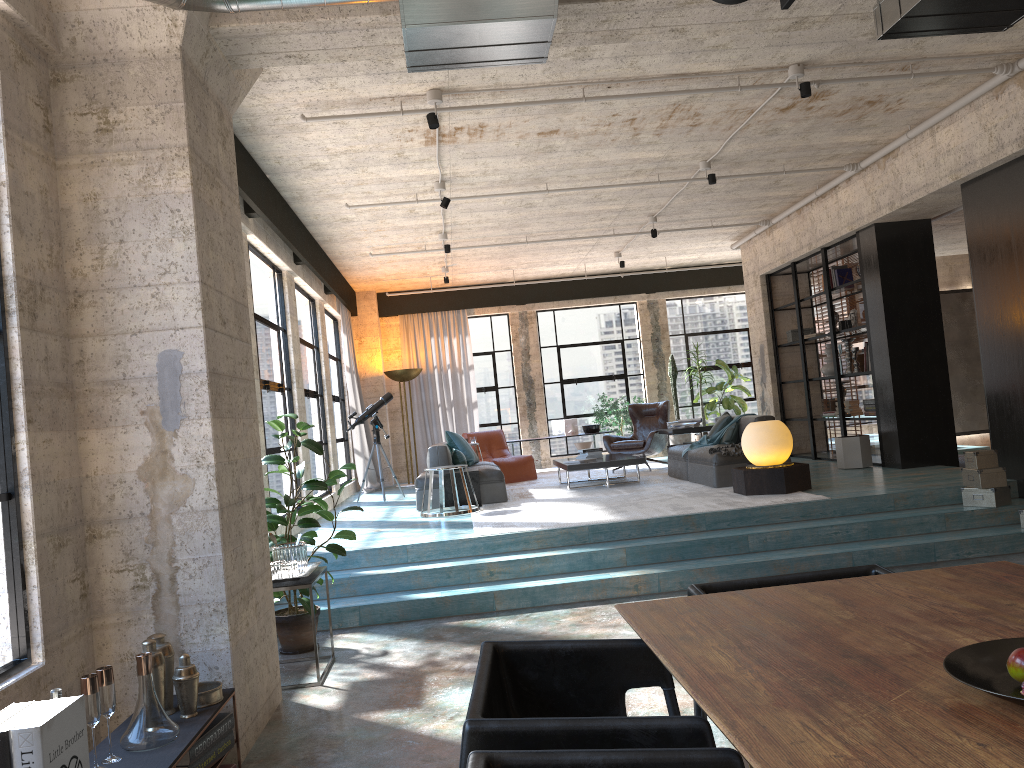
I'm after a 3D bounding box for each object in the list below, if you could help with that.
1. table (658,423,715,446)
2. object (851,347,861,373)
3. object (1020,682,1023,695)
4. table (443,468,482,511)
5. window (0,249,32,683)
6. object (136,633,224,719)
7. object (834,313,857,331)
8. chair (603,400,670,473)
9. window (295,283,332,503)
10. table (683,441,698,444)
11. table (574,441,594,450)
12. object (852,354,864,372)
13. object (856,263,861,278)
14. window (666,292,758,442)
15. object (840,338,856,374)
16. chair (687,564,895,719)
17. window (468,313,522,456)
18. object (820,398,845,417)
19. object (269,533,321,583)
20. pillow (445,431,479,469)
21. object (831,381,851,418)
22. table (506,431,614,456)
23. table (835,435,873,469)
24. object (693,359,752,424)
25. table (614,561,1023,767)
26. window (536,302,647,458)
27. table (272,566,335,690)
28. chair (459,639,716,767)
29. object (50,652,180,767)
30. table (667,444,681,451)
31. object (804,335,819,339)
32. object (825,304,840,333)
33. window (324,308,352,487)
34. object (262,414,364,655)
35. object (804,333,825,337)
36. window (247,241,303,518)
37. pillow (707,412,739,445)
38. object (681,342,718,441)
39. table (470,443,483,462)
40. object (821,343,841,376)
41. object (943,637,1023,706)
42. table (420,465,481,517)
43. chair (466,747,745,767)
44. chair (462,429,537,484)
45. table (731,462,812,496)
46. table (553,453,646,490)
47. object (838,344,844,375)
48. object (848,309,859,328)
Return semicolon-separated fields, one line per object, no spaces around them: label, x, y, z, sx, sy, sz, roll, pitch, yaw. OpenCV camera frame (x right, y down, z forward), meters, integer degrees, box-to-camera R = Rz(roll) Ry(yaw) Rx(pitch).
table;2.432;0.838;11.663;0.800;0.570;0.800;-5;-2;-4
object;4.021;-0.279;10.361;0.099;0.301;0.099;-5;-2;-10
object;1.047;0.532;1.703;0.100;0.097;0.219;-7;-3;40
table;-0.556;1.142;9.621;0.420;0.390;0.413;-5;-2;-4
window;-1.895;-0.236;2.502;0.081;2.530;1.780;-5;-2;-4
object;-1.318;1.122;3.477;0.248;0.333;0.415;-7;-2;32
object;3.964;-0.735;10.482;0.200;0.200;0.409;-6;-2;6
chair;1.846;0.735;12.528;0.820;0.940;0.975;-7;-3;36
window;-2.422;0.118;10.693;0.081;2.530;1.780;-5;-2;-4
table;2.411;0.908;11.067;0.420;0.390;0.413;-5;-2;-4
table;1.180;1.137;14.316;0.331;0.394;0.331;-7;-3;35
object;4.227;-0.244;10.785;0.189;0.230;0.190;-7;-3;41
object;4.159;-1.285;10.102;0.430;0.217;0.434;-5;-2;-1
window;3.640;-0.294;15.415;1.780;2.530;0.081;-5;-2;-4
object;4.181;-0.342;10.983;0.191;0.447;0.192;-8;-3;44
chair;1.007;1.022;2.868;0.707;0.738;0.754;-5;-2;-4
window;-0.818;0.127;15.110;1.780;2.530;0.081;-5;-2;-4
object;4.243;0.300;11.676;0.284;0.231;0.335;-5;-2;-4
object;-1.339;1.015;5.264;0.327;0.253;0.546;-5;-2;-4
pillow;-0.646;0.784;10.807;0.349;0.466;1.042;-6;-2;6
object;3.998;0.190;10.724;0.218;0.433;0.218;-5;-2;-12
table;0.698;1.120;14.384;2.004;0.530;0.715;-5;-2;-6
table;3.773;0.747;9.798;0.365;0.340;0.316;-7;-2;26
object;3.537;0.359;14.783;0.817;1.543;0.921;-4;-3;-35
table;1.080;0.960;1.635;1.299;0.756;2.410;-5;-2;-4
window;1.411;-0.084;15.262;1.780;2.530;0.081;-5;-2;-4
table;-1.330;1.422;5.202;0.450;0.563;0.600;-5;-2;-4
chair;0.177;1.079;2.224;0.754;0.738;0.707;-6;-2;1
object;-1.327;1.085;2.893;0.199;0.365;0.703;-6;-2;7
table;2.230;0.965;11.634;0.316;0.340;0.365;-4;-3;-34
object;3.923;-0.608;11.531;0.179;0.034;0.243;-5;-2;-26
object;4.112;-0.813;11.306;0.180;0.394;0.178;-5;-2;-10
window;-2.566;0.215;12.931;0.081;2.530;1.780;-5;-2;-4
object;-1.420;0.967;5.849;0.886;1.552;0.514;-5;-2;-17
object;3.929;-0.638;11.527;0.166;0.024;0.227;-5;-2;-25
window;-2.278;0.021;8.456;0.081;2.530;1.780;-5;-2;-4
pillow;2.383;0.523;10.114;0.320;0.393;0.670;-6;-2;2
object;3.048;0.230;14.390;0.629;1.863;0.523;-4;-3;-35
table;-0.591;1.121;12.003;0.549;0.603;0.549;-5;-2;-24
object;4.175;-0.313;11.618;0.265;0.432;0.265;-7;-3;40
object;1.059;0.543;1.681;0.435;0.079;0.435;-7;-3;33
table;-0.654;1.085;9.095;0.620;0.472;0.620;-5;-2;-1
chair;0.182;1.047;1.378;0.754;0.738;0.707;-6;-2;1
chair;-0.210;1.041;12.747;0.801;0.759;0.920;-4;-3;-34
table;2.392;0.885;8.401;0.616;0.230;1.044;-5;-2;-4
table;1.036;1.063;10.792;0.900;0.309;1.500;-5;-2;-4
object;4.191;-0.306;11.314;0.062;0.395;0.121;-5;-2;-1
object;4.176;-0.779;10.896;0.131;0.280;0.252;-6;-2;4
